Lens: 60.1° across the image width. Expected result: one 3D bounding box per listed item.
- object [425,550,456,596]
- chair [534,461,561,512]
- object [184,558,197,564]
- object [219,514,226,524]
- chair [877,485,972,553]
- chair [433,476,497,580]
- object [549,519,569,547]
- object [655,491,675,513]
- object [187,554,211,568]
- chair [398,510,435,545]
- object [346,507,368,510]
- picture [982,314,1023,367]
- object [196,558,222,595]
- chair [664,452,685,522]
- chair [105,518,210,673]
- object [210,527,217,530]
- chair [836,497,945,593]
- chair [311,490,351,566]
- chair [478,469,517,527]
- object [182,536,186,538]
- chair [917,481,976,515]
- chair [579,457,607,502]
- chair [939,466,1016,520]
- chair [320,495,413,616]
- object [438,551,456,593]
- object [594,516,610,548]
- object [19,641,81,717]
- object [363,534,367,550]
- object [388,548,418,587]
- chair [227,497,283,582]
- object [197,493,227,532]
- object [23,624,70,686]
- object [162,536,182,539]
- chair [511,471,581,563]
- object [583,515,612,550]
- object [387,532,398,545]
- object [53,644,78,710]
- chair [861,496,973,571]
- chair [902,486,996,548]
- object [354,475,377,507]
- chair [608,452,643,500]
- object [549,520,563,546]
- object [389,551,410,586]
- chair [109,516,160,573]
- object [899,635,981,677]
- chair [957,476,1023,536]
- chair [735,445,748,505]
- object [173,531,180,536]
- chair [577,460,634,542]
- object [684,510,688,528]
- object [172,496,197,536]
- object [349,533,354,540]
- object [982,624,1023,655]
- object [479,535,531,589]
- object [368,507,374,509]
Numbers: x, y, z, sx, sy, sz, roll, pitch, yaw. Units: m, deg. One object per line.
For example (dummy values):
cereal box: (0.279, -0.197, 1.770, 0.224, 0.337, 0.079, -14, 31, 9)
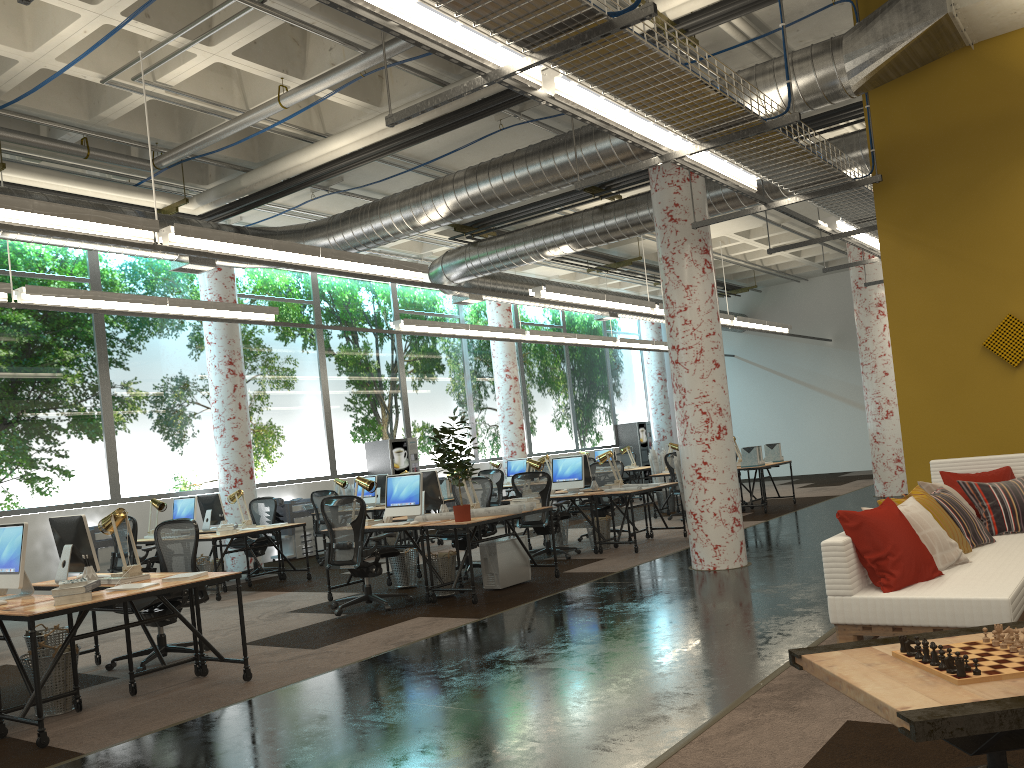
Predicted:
object: (-0.696, 1.843, 8.677, 0.360, 0.434, 0.353, -8, -3, 32)
chair: (0.675, 2.124, 17.886, 0.772, 1.084, 0.792, -7, -3, 20)
object: (-4.233, 2.493, 11.749, 0.236, 0.402, 0.119, -8, -2, 37)
object: (-3.726, 1.785, 11.416, 0.101, 0.209, 0.102, -6, -2, -9)
chair: (2.444, 0.834, 5.239, 0.545, 0.437, 0.317, -3, -4, -42)
chair: (-0.504, 1.597, 9.924, 0.772, 1.084, 0.792, -7, -3, 20)
object: (0.631, 2.000, 12.145, 0.360, 0.434, 0.353, -8, -3, 32)
object: (2.755, 2.093, 15.776, 0.353, 0.398, 0.354, -6, -3, -9)
object: (-4.183, 2.480, 11.810, 0.360, 0.434, 0.353, -8, -3, 32)
chair: (-1.677, 2.117, 14.673, 0.772, 1.084, 0.792, -7, -3, 20)
object: (-2.362, 1.896, 13.436, 0.440, 0.017, 0.118, -9, -6, 36)
picture: (3.900, -0.339, 6.898, 0.426, 0.424, 0.047, -8, -2, 36)
object: (-3.713, 2.359, 10.907, 0.360, 0.434, 0.353, -8, -3, 32)
chair: (2.798, 1.599, 14.066, 0.772, 1.084, 0.792, -7, -3, 20)
chair: (-2.716, 1.608, 6.850, 0.772, 1.084, 0.792, -7, -3, 20)
object: (-4.058, 1.957, 12.026, 0.060, 0.029, 0.106, -9, -5, 37)
chair: (1.941, 0.831, 4.577, 0.533, 0.444, 0.302, -4, -3, -38)
chair: (-2.600, 2.090, 13.099, 0.772, 1.084, 0.792, -7, -3, 20)
chair: (-0.247, 2.096, 16.313, 0.772, 1.084, 0.792, -7, -3, 20)
object: (-3.948, 1.842, 10.718, 0.060, 0.029, 0.106, -9, -5, 37)
chair: (2.940, 0.840, 5.932, 0.336, 0.437, 0.545, -8, -4, 41)
chair: (1.670, 2.102, 18.932, 0.772, 1.084, 0.792, -7, -3, 20)
chair: (3.350, 0.809, 6.254, 0.534, 0.436, 0.287, -7, -2, 9)
chair: (-1.427, 1.569, 8.350, 0.772, 1.084, 0.792, -7, -3, 20)
object: (-0.644, 1.856, 8.738, 0.236, 0.402, 0.119, -8, -2, 37)
object: (1.153, 1.892, 11.303, 0.236, 0.402, 0.119, -8, -2, 37)
object: (-2.909, 1.855, 5.604, 0.360, 0.434, 0.353, -8, -3, 32)
object: (-2.389, 2.499, 14.268, 0.236, 0.402, 0.119, -8, -2, 37)
object: (-1.167, 1.964, 9.580, 0.360, 0.434, 0.353, -8, -3, 32)
chair: (-3.521, 2.112, 12.154, 0.772, 1.084, 0.792, -7, -3, 20)
object: (-3.976, 1.692, 11.668, 0.485, 0.484, 0.189, -8, -3, 36)
object: (-3.379, 1.976, 6.506, 0.360, 0.434, 0.353, -8, -3, 32)
object: (-4.205, 1.891, 10.917, 0.440, 0.017, 0.118, -9, -6, 36)
chair: (0.371, 1.605, 10.916, 0.772, 1.084, 0.792, -7, -3, 20)
object: (1.101, 1.879, 11.243, 0.360, 0.434, 0.353, -8, -3, 32)
object: (-1.817, 2.377, 13.487, 0.236, 0.402, 0.119, -8, -2, 37)
object: (-2.857, 1.868, 5.664, 0.236, 0.402, 0.119, -8, -2, 37)
chair: (2.245, 0.848, 4.913, 0.524, 0.400, 0.333, -4, -4, -35)
chair: (2.756, 0.860, 5.558, 0.522, 0.407, 0.342, -3, -4, -38)
object: (-2.433, 2.060, 13.774, 1.081, 1.207, 0.190, -8, -2, 37)
chair: (2.592, 2.129, 20.505, 0.772, 1.084, 0.792, -7, -3, 20)
object: (0.582, 2.014, 12.085, 0.236, 0.402, 0.119, -8, -2, 37)
object: (-1.216, 1.978, 9.519, 0.236, 0.402, 0.119, -8, -2, 37)
chair: (-4.443, 2.085, 10.580, 0.772, 1.084, 0.792, -7, -3, 20)
object: (0.928, 0.584, 1.939, 0.056, 0.053, 0.250, -6, -4, -4)
chair: (3.340, 0.826, 5.958, 0.516, 0.391, 0.358, -6, -3, 5)
chair: (3.721, 1.626, 15.639, 0.772, 1.084, 0.792, -7, -3, 20)
object: (-4.298, 1.838, 11.332, 0.101, 0.209, 0.102, -6, -2, -9)
chair: (1.294, 1.632, 12.489, 0.772, 1.084, 0.792, -7, -3, 20)
object: (2.360, 1.768, 11.136, 0.353, 0.398, 0.354, -6, -3, -9)
object: (-4.078, 1.657, 11.087, 0.485, 0.484, 0.189, -8, -3, 36)
object: (-2.643, 2.584, 14.809, 0.352, 0.398, 0.354, -4, -3, -35)
object: (1.129, 0.563, 1.951, 0.056, 0.053, 0.251, -6, -4, -4)
object: (-0.059, 1.789, 8.931, 0.222, 0.454, 0.540, -7, -3, 36)
object: (-2.104, 1.847, 13.237, 0.060, 0.029, 0.106, -9, -5, 37)
